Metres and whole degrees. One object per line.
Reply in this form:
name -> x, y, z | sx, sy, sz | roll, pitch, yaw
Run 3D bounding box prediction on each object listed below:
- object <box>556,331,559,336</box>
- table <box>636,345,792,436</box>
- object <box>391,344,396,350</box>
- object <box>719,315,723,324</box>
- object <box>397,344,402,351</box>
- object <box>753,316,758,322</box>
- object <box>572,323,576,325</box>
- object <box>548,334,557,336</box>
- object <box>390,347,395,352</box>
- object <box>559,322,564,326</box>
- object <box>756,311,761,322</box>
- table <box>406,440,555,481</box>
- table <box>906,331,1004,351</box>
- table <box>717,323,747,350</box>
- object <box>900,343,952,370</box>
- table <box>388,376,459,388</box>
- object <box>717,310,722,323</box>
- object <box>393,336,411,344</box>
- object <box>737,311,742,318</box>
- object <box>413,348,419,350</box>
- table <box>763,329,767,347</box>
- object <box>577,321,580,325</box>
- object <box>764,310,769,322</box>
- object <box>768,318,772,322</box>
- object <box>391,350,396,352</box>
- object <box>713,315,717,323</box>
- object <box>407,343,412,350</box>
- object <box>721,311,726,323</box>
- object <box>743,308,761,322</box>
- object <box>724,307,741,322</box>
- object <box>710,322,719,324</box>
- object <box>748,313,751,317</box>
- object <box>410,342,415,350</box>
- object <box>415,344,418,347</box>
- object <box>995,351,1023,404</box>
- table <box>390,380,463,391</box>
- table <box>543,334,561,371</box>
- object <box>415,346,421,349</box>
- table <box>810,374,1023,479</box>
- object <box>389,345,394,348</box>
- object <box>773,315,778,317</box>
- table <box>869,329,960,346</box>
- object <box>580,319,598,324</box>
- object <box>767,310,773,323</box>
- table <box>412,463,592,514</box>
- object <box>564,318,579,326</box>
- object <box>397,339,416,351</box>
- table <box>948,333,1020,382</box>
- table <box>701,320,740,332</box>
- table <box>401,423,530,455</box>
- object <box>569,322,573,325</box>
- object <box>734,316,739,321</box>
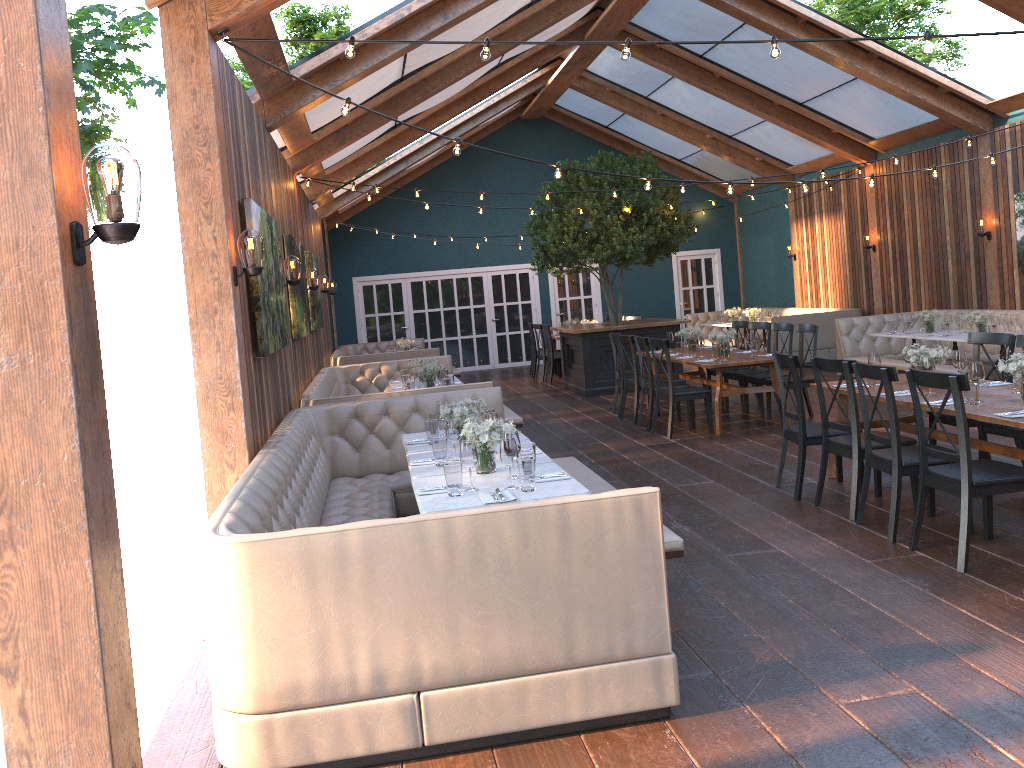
object -> 0.882, -1.004, 16.834 | 0.091, 0.158, 0.092 | -4, 3, 18
table -> 2.271, 0.020, 10.164 | 0.951, 0.727, 2.439 | -5, 6, -9
object -> -2.225, -0.668, 16.658 | 0.092, 0.158, 0.092 | -6, 3, -22
object -> 4.081, -1.258, 17.258 | 0.092, 0.158, 0.092 | -6, 3, -22
object -> -1.876, -0.548, 14.802 | 0.092, 0.244, 0.092 | -3, 3, 39
object -> 4.325, -1.117, 15.707 | 0.092, 0.158, 0.092 | -6, 3, -22
object -> 1.114, -0.957, 15.777 | 0.092, 0.244, 0.092 | -3, 3, 39
object -> 0.814, -0.944, 16.986 | 0.255, 0.019, 0.158 | -6, 6, -9
object -> -2.086, -0.558, 15.486 | 0.092, 0.158, 0.092 | -6, 3, -22
object -> 0.955, -1.061, 16.911 | 0.092, 0.244, 0.093 | -3, 3, 34
object -> 4.397, -1.174, 15.783 | 0.092, 0.244, 0.092 | -3, 3, 39
table -> -0.184, 0.765, 5.244 | 0.799, 0.670, 0.801 | -5, 4, -9
table -> 5.370, -0.266, 10.697 | 0.799, 0.670, 0.801 | -5, 4, -9
table -> 4.412, -0.808, 16.682 | 0.799, 0.670, 0.801 | -5, 4, -9
object -> 2.896, -0.140, 6.180 | 0.328, 0.308, 0.338 | -3, 5, 26
table -> -1.028, 0.288, 10.511 | 0.799, 0.670, 0.801 | -6, 4, -10
object -> 4.128, -1.338, 17.575 | 0.092, 0.244, 0.093 | -3, 3, 34
object -> -1.987, -0.712, 16.162 | 0.338, 0.308, 0.329 | -9, 6, -44
object -> 4.268, -1.245, 16.569 | 0.092, 0.244, 0.092 | -3, 3, 39
object -> -1.588, -0.515, 14.668 | 0.092, 0.158, 0.092 | -6, 3, -22
table -> 4.541, -0.735, 15.876 | 0.799, 0.670, 0.801 | -6, 4, -10
object -> 1.272, -1.109, 17.116 | 0.092, 0.244, 0.093 | -3, 3, 34
object -> 4.607, -1.212, 15.985 | 0.092, 0.244, 0.092 | -3, 3, 39
object -> 4.687, -1.184, 16.064 | 0.092, 0.158, 0.092 | -6, 3, -22
object -> -1.960, -0.487, 14.701 | 0.092, 0.158, 0.092 | -6, 3, -22
object -> 4.054, -1.296, 17.653 | 0.092, 0.158, 0.092 | -6, 3, -22
object -> -1.703, -0.557, 14.757 | 0.092, 0.244, 0.092 | -3, 3, 39
object -> 4.154, -1.315, 17.334 | 0.092, 0.244, 0.093 | -3, 3, 34
object -> 4.432, -1.267, 16.335 | 0.335, 0.308, 0.331 | -2, 5, 33
object -> 4.286, -1.340, 17.154 | 0.338, 0.308, 0.329 | -9, 6, -44
object -> 4.014, -1.198, 17.410 | 0.255, 0.019, 0.158 | -6, 6, -9
object -> 4.488, -1.279, 16.726 | 0.092, 0.244, 0.092 | -3, 3, 39
object -> -1.682, -0.585, 15.002 | 0.092, 0.244, 0.092 | -3, 3, 39
object -> -1.715, -0.625, 15.829 | 0.092, 0.158, 0.092 | -6, 3, -22
object -> 3.013, -0.041, 5.134 | 0.330, 0.308, 0.336 | -8, 6, -42
table -> -0.899, 0.361, 9.706 | 0.799, 0.670, 0.801 | -5, 4, -9
table -> 1.303, -0.528, 16.210 | 0.951, 0.727, 2.439 | -5, 6, -9
object -> -1.594, -0.557, 15.082 | 0.092, 0.158, 0.092 | -6, 3, -22
table -> 2.985, 0.423, 5.710 | 0.951, 0.727, 2.439 | -5, 6, -9
object -> -2.201, -0.628, 16.254 | 0.092, 0.158, 0.092 | -6, 3, -22
object -> 4.675, -1.143, 15.675 | 0.092, 0.158, 0.092 | -6, 3, -22
table -> 5.241, -0.339, 11.502 | 0.799, 0.670, 0.801 | -6, 4, -10
object -> 1.374, -1.005, 15.719 | 0.329, 0.308, 0.338 | -4, 4, 6
object -> 4.594, -1.187, 15.750 | 0.092, 0.244, 0.092 | -3, 3, 39
table -> -0.055, 0.838, 4.439 | 0.799, 0.670, 0.801 | -6, 4, -9
object -> 1.145, -1.091, 16.728 | 0.329, 0.308, 0.337 | -6, 4, -11
object -> -1.841, -0.639, 15.343 | 0.335, 0.308, 0.331 | -2, 5, 33
table -> 5.499, -0.193, 9.891 | 0.799, 0.670, 0.801 | -6, 4, -9
table -> 4.283, -0.881, 17.487 | 0.799, 0.670, 0.801 | -6, 4, -9
table -> -0.313, 0.692, 6.050 | 0.799, 0.670, 0.801 | -6, 4, -10
object -> 1.094, -1.015, 16.352 | 0.092, 0.244, 0.093 | -3, 3, 34
object -> 4.196, -1.188, 16.493 | 0.092, 0.158, 0.092 | -6, 3, -22
